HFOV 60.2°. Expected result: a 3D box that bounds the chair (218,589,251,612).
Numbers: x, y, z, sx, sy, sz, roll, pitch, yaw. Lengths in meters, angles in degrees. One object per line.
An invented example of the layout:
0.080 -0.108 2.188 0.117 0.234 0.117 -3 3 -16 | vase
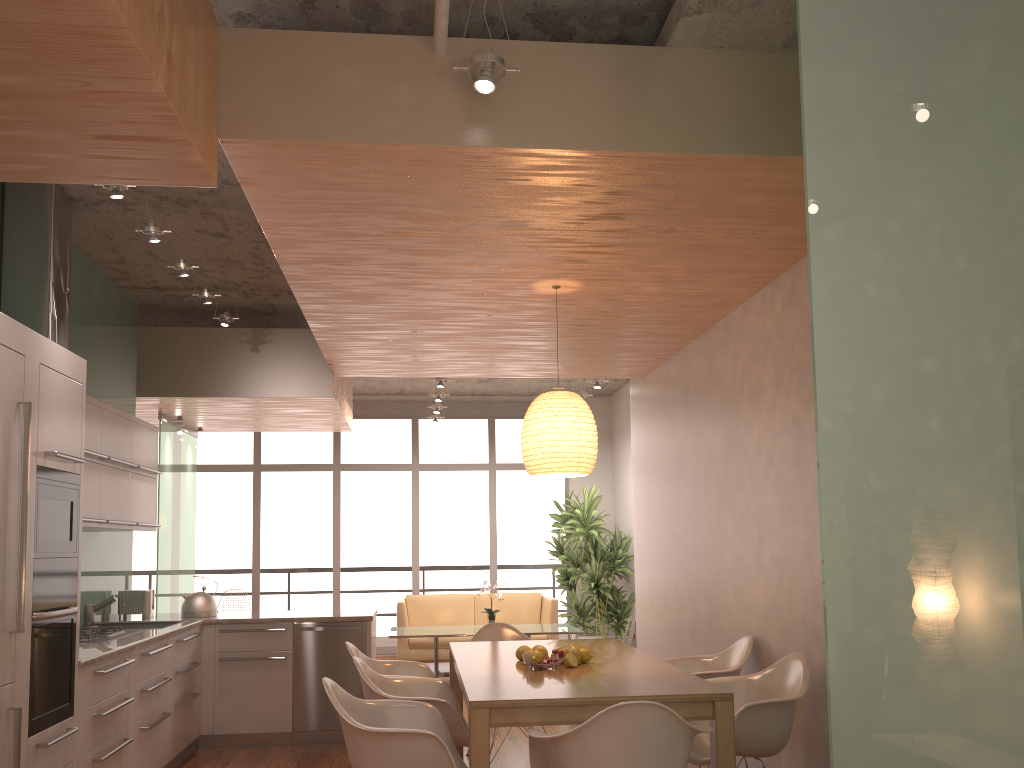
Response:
-3.436 2.968 10.777 0.543 0.892 0.567 0 -7 -6 | chair

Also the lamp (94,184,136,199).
-1.742 -1.048 3.886 0.153 0.466 0.104 4 -7 -38 | lamp

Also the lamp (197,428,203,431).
-3.142 0.245 8.916 0.103 0.466 0.154 3 -7 -33 | lamp

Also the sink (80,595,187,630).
-2.547 1.593 5.856 0.616 0.379 0.651 0 -9 -6 | sink

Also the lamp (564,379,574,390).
0.664 0.105 10.293 0.199 0.478 0.135 4 -7 -38 | lamp

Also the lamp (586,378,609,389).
0.839 -0.196 8.667 0.199 0.478 0.135 4 -7 -38 | lamp

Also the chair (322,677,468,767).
-0.453 1.629 3.625 0.642 0.840 0.692 1 -7 -11 | chair

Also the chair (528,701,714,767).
0.395 1.560 3.277 0.683 0.853 0.650 1 -7 -11 | chair

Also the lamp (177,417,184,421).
-3.061 0.106 8.161 0.103 0.466 0.154 3 -7 -33 | lamp

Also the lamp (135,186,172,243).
-1.803 -0.944 4.447 0.153 0.466 0.104 4 -7 -38 | lamp

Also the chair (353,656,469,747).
-0.454 1.763 4.319 0.642 0.853 0.692 1 -7 -11 | chair

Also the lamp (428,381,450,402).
-0.771 -0.054 9.326 0.199 0.478 0.135 4 -7 -38 | lamp

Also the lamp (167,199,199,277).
-1.863 -0.840 5.010 0.153 0.466 0.104 4 -7 -38 | lamp

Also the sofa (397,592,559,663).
-0.410 2.839 10.126 1.800 0.830 0.889 0 -8 -6 | sofa

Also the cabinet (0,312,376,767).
-1.829 1.188 4.964 1.913 2.251 4.298 0 -9 -6 | cabinet

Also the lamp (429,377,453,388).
-0.683 -0.204 8.513 0.199 0.478 0.135 4 -7 -38 | lamp

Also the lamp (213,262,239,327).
-1.985 -0.632 6.137 0.153 0.466 0.104 4 -7 -38 | lamp

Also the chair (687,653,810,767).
1.081 1.707 4.128 0.642 0.853 0.692 1 -7 -16 | chair

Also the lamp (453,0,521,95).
-0.087 -1.225 2.992 0.199 0.478 0.135 4 -7 -38 | lamp

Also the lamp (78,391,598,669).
-1.251 0.910 5.656 3.213 1.334 3.107 0 -10 -6 | lamp

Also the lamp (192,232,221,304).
-1.924 -0.736 5.574 0.153 0.466 0.104 4 -7 -38 | lamp

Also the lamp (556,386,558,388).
0.576 0.255 11.106 0.199 0.478 0.135 4 -7 -38 | lamp

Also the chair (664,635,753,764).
1.053 1.868 5.004 0.642 0.853 0.692 0 -7 -6 | chair

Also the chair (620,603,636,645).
0.913 2.421 8.116 0.562 0.892 0.547 -2 -7 14 | chair

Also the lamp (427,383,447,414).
-0.858 0.097 10.139 0.199 0.478 0.135 4 -7 -38 | lamp

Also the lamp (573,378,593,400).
0.751 -0.046 9.480 0.199 0.478 0.135 4 -7 -38 | lamp

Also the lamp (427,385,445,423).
-0.946 0.247 10.952 0.199 0.478 0.135 4 -7 -38 | lamp

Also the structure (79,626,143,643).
-2.493 1.449 5.121 0.489 0.038 0.685 0 -10 -6 | structure

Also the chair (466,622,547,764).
-0.009 2.032 5.821 0.683 0.853 0.651 2 -7 -21 | chair

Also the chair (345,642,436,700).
-0.620 1.892 5.011 0.642 0.853 0.692 1 -7 -11 | chair
